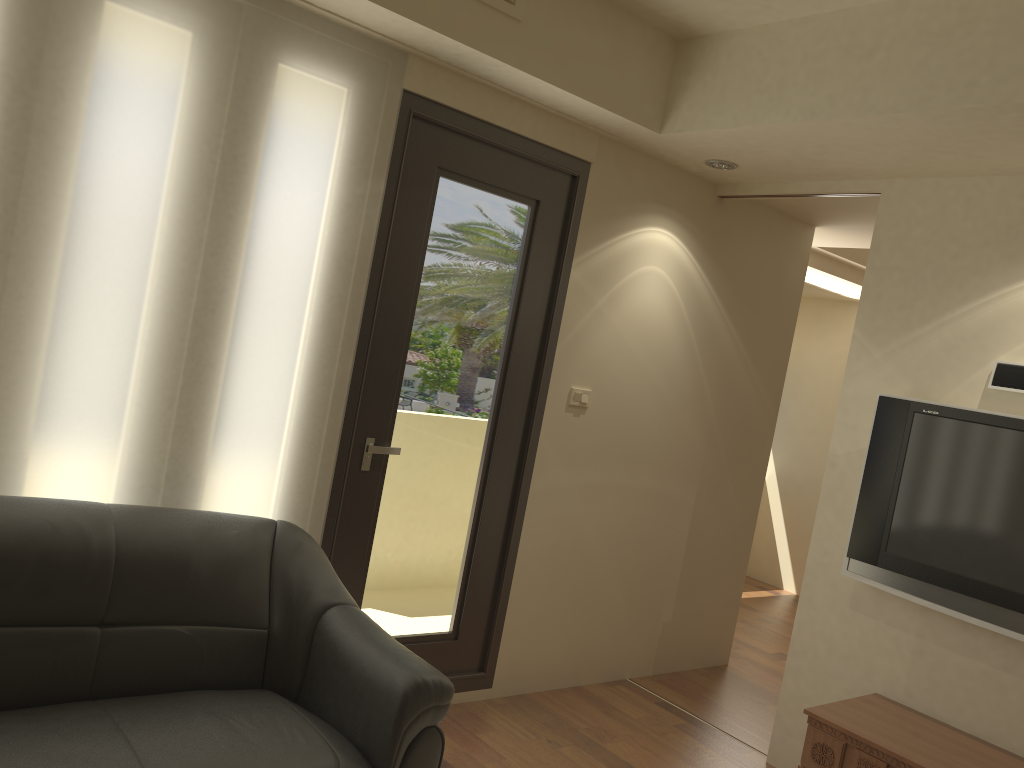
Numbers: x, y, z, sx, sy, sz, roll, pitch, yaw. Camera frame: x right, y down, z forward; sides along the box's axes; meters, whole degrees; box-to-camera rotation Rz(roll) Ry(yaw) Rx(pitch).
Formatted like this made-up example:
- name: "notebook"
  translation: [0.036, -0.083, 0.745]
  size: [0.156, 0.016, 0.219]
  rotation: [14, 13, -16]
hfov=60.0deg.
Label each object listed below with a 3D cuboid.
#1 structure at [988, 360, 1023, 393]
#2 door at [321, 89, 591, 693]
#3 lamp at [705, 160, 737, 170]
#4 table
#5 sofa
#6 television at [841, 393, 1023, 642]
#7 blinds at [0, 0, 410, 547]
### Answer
- name: "structure"
  translation: [2.001, 0.004, 3.151]
  size: [0.048, 0.111, 0.559]
  rotation: [9, 3, -40]
- name: "door"
  translation: [-0.276, 0.135, 3.705]
  size: [1.011, 2.420, 0.118]
  rotation: [9, 3, -40]
- name: "lamp"
  translation: [0.964, -1.027, 4.080]
  size: [0.143, 0.059, 0.143]
  rotation: [9, 3, -34]
- name: "table"
  translation: [1.541, 1.534, 3.037]
  size: [0.538, 0.493, 1.009]
  rotation: [9, 3, -40]
- name: "sofa"
  translation: [-1.325, 0.807, 2.133]
  size: [2.337, 0.918, 0.944]
  rotation: [9, 3, -40]
- name: "television"
  translation: [1.886, 0.524, 3.135]
  size: [0.110, 0.778, 1.377]
  rotation: [9, 3, -40]
- name: "blinds"
  translation: [-1.674, -0.188, 2.418]
  size: [2.830, 2.453, 0.002]
  rotation: [9, 3, -40]
